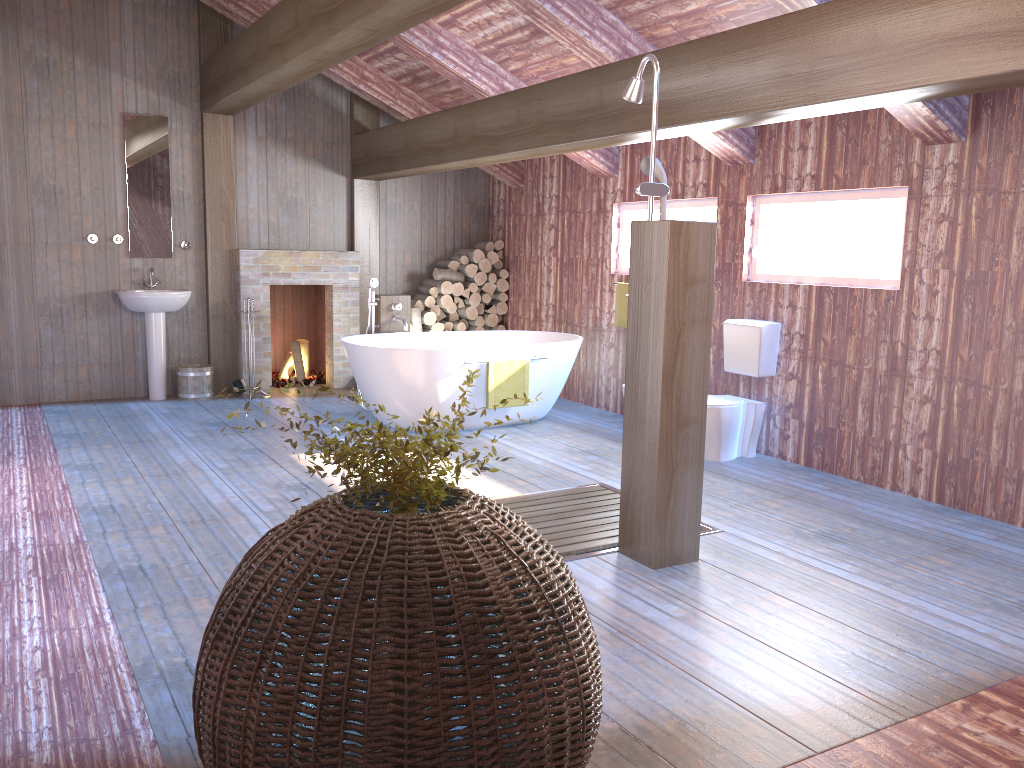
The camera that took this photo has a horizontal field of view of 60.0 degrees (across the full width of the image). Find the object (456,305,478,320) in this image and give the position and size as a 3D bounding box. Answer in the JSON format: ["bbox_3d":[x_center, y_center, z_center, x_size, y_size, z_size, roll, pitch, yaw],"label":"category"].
[{"bbox_3d":[-0.513,-0.736,8.981,0.141,0.143,0.437,-4,10,-32],"label":"object"}]

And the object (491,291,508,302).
[{"bbox_3d":[-0.193,-0.911,9.143,0.102,0.109,0.438,-4,10,-30],"label":"object"}]

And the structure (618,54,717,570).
[{"bbox_3d":[0.661,-0.320,3.907,0.328,2.209,0.522,0,9,-10],"label":"structure"}]

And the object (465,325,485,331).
[{"bbox_3d":[-0.401,-0.542,9.046,0.116,0.117,0.289,-4,10,-32],"label":"object"}]

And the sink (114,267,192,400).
[{"bbox_3d":[-3.036,-0.419,7.578,0.582,1.143,0.475,-4,10,-31],"label":"sink"}]

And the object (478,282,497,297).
[{"bbox_3d":[-0.344,-0.976,9.077,0.172,0.151,0.482,-4,10,-29],"label":"object"}]

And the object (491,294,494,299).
[{"bbox_3d":[-0.269,-0.913,9.150,0.088,0.092,0.280,-4,10,-29],"label":"object"}]

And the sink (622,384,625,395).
[{"bbox_3d":[1.062,0.121,6.645,0.515,0.517,0.335,-4,10,-29],"label":"sink"}]

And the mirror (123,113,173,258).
[{"bbox_3d":[-3.103,-1.681,7.577,0.350,1.199,0.009,-4,10,-30],"label":"mirror"}]

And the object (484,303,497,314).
[{"bbox_3d":[-0.303,-0.785,9.098,0.115,0.112,0.423,-4,10,-30],"label":"object"}]

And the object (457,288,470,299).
[{"bbox_3d":[-0.566,-0.911,8.917,0.109,0.124,0.424,-4,10,-31],"label":"object"}]

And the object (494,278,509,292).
[{"bbox_3d":[-0.200,-1.028,9.124,0.147,0.152,0.439,-4,10,-30],"label":"object"}]

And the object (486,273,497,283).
[{"bbox_3d":[-0.299,-1.089,9.050,0.089,0.106,0.437,-4,10,-29],"label":"object"}]

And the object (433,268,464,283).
[{"bbox_3d":[-0.623,-1.064,8.743,0.302,0.157,0.121,-4,10,-29],"label":"object"}]

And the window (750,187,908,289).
[{"bbox_3d":[1.986,-0.917,5.596,0.054,0.587,1.255,-4,10,-29],"label":"window"}]

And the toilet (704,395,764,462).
[{"bbox_3d":[1.352,0.296,5.925,0.534,0.400,0.375,-4,10,-29],"label":"toilet"}]

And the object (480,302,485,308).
[{"bbox_3d":[-0.345,-0.807,9.054,0.065,0.069,0.177,-4,10,-31],"label":"object"}]

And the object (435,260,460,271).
[{"bbox_3d":[-0.653,-1.185,8.938,0.140,0.121,0.319,-4,10,-29],"label":"object"}]

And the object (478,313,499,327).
[{"bbox_3d":[-0.310,-0.670,9.122,0.137,0.133,0.437,-4,10,-32],"label":"object"}]

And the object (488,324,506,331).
[{"bbox_3d":[-0.230,-0.564,9.203,0.139,0.137,0.455,-4,10,-32],"label":"object"}]

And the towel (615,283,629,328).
[{"bbox_3d":[0.951,-0.625,7.113,0.032,0.361,0.370,-4,10,-30],"label":"towel"}]

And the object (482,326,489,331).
[{"bbox_3d":[-0.369,-0.567,9.212,0.118,0.106,0.319,-4,10,-32],"label":"object"}]

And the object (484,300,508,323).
[{"bbox_3d":[-0.210,-0.747,9.171,0.137,0.256,0.439,-4,10,-30],"label":"object"}]

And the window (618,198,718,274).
[{"bbox_3d":[1.224,-1.134,6.925,0.054,0.587,1.255,-4,10,-29],"label":"window"}]

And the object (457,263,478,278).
[{"bbox_3d":[-0.512,-1.154,8.935,0.139,0.148,0.458,-4,10,-30],"label":"object"}]

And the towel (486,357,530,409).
[{"bbox_3d":[-0.026,-0.008,6.495,0.370,0.361,0.032,-5,10,-34],"label":"towel"}]

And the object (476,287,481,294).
[{"bbox_3d":[-0.415,-0.941,8.981,0.095,0.090,0.278,-4,10,-29],"label":"object"}]

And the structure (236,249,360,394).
[{"bbox_3d":[-2.001,-0.588,8.327,1.130,1.330,0.226,-4,10,-30],"label":"structure"}]

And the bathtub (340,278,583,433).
[{"bbox_3d":[-0.354,-0.246,6.932,1.935,1.109,1.460,0,9,-9],"label":"bathtub"}]

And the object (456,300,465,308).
[{"bbox_3d":[-0.568,-0.823,8.939,0.085,0.096,0.280,-4,10,-29],"label":"object"}]

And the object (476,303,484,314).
[{"bbox_3d":[-0.405,-0.777,9.023,0.111,0.118,0.302,-4,10,-31],"label":"object"}]

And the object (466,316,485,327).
[{"bbox_3d":[-0.402,-0.649,9.032,0.114,0.113,0.301,-4,10,-32],"label":"object"}]

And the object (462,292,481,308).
[{"bbox_3d":[-0.473,-0.861,8.985,0.136,0.157,0.439,-4,10,-29],"label":"object"}]

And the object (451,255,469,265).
[{"bbox_3d":[-0.524,-1.245,8.880,0.094,0.097,0.227,-4,10,-29],"label":"object"}]

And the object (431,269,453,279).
[{"bbox_3d":[-0.700,-1.098,8.923,0.113,0.130,0.291,-4,10,-29],"label":"object"}]

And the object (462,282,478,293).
[{"bbox_3d":[-0.488,-0.987,8.951,0.102,0.109,0.438,-4,10,-30],"label":"object"}]

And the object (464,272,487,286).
[{"bbox_3d":[-0.420,-1.069,8.983,0.143,0.151,0.440,-4,10,-30],"label":"object"}]

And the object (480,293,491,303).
[{"bbox_3d":[-0.361,-0.890,9.045,0.102,0.109,0.438,-4,10,-30],"label":"object"}]

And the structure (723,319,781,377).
[{"bbox_3d":[1.605,-0.247,5.979,0.182,0.363,0.358,-4,10,-29],"label":"structure"}]

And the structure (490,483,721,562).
[{"bbox_3d":[0.346,0.707,4.525,1.000,0.067,1.000,-4,10,-30],"label":"structure"}]
